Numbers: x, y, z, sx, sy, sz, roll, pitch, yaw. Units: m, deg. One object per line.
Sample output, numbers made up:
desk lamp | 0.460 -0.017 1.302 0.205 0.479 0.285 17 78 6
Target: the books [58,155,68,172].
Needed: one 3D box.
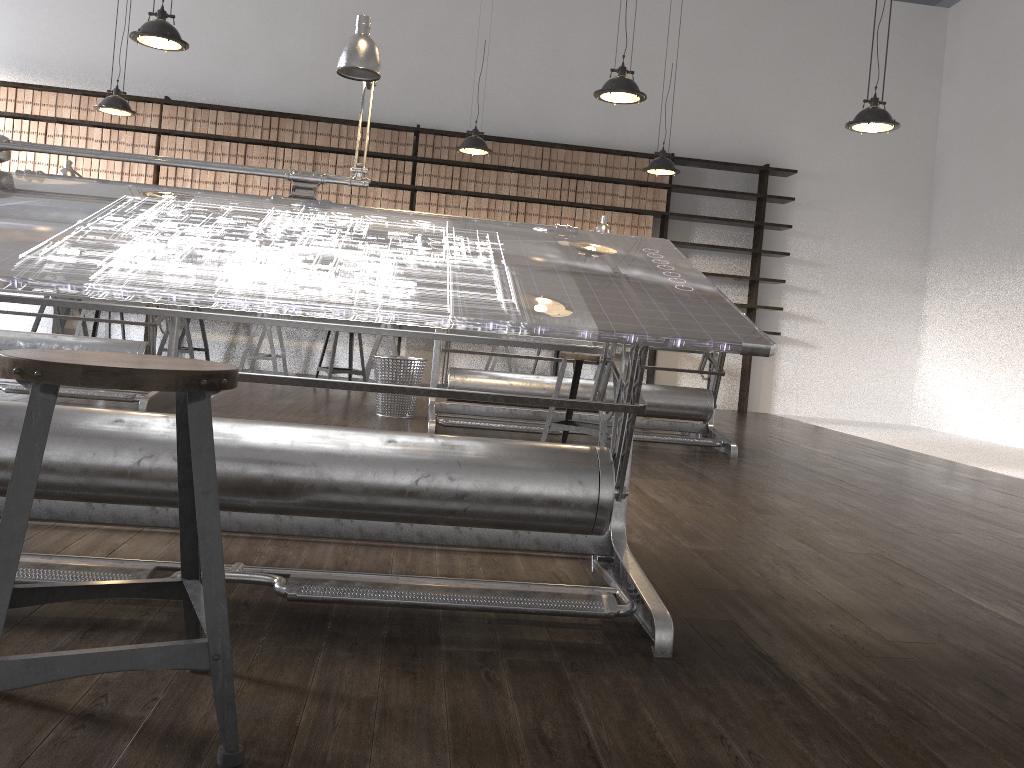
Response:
books | -4.090 -1.983 8.126 0.066 0.225 0.175 5 2 -6

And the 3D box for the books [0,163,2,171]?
books | -4.647 -2.023 8.074 0.066 0.225 0.175 5 2 -6

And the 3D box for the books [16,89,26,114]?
books | -4.451 -2.560 8.085 0.066 0.225 0.175 5 2 -6

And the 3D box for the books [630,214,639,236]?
books | 1.184 -1.546 8.694 0.066 0.225 0.175 5 2 -6

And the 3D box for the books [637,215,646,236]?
books | 1.254 -1.540 8.701 0.066 0.225 0.175 5 2 -6

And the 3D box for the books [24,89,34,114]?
books | -4.380 -2.554 8.088 0.066 0.225 0.175 5 2 -6

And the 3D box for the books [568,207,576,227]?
books | 0.566 -1.597 8.622 0.067 0.225 0.175 5 2 -6

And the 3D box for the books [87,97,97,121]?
books | -3.834 -2.509 8.151 0.066 0.225 0.175 5 2 -6

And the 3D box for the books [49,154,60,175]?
books | -4.169 -1.983 8.119 0.067 0.225 0.175 5 2 -6

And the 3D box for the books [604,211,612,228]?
books | 0.917 -1.568 8.661 0.067 0.225 0.175 5 2 -6

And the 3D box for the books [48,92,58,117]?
books | -4.172 -2.537 8.108 0.067 0.225 0.175 5 2 -6

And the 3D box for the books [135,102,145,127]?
books | -3.416 -2.475 8.196 0.066 0.225 0.175 5 2 -6

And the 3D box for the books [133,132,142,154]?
books | -3.441 -2.199 8.196 0.066 0.225 0.175 5 2 -6

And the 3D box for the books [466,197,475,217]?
books | -0.400 -1.677 8.522 0.066 0.225 0.175 5 2 -6

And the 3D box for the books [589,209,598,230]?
books | 0.778 -1.580 8.652 0.066 0.225 0.175 5 2 -6

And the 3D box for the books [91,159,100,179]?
books | -3.811 -1.960 8.157 0.067 0.225 0.175 5 2 -6

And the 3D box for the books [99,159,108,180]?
books | -3.739 -1.955 8.167 0.066 0.225 0.175 5 2 -6

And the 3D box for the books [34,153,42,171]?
books | -4.303 -1.994 8.109 0.066 0.225 0.175 5 2 -6

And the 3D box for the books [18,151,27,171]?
books | -4.436 -2.005 8.096 0.066 0.225 0.175 5 2 -6

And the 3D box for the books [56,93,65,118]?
books | -4.107 -2.532 8.120 0.066 0.225 0.175 5 2 -6

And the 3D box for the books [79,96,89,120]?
books | -3.903 -2.515 8.142 0.066 0.225 0.175 5 2 -6

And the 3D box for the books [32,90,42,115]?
books | -4.310 -2.549 8.100 0.066 0.225 0.175 5 2 -6

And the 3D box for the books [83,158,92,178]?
books | -3.881 -1.966 8.154 0.066 0.225 0.175 5 2 -6

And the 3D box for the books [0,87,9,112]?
books | -4.598 -2.573 8.069 0.066 0.225 0.175 5 2 -6

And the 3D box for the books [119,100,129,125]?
books | -3.559 -2.486 8.178 0.066 0.225 0.175 5 2 -6

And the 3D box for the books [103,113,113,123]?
books | -3.692 -2.497 8.159 0.066 0.225 0.175 5 2 -6

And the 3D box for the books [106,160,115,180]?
books | -3.677 -1.950 8.175 0.066 0.225 0.175 5 2 -6

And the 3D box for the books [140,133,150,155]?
books | -3.378 -2.193 8.201 0.066 0.225 0.175 5 2 -6

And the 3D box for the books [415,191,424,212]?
books | -0.886 -1.717 8.472 0.066 0.225 0.175 5 2 -6

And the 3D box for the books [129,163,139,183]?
books | -3.474 -1.933 8.198 0.066 0.225 0.175 5 2 -6

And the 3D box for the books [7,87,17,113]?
books | -4.524 -2.566 8.072 0.067 0.225 0.175 5 2 -6

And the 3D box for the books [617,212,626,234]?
books | 1.051 -1.557 8.678 0.066 0.225 0.175 5 2 -6

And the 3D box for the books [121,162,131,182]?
books | -3.544 -1.939 8.191 0.066 0.225 0.175 5 2 -6

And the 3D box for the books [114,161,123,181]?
books | -3.611 -1.944 8.178 0.067 0.225 0.175 5 2 -6

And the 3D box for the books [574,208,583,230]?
books | 0.638 -1.591 8.629 0.066 0.225 0.175 5 2 -6

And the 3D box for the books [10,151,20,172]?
books | -4.507 -2.011 8.088 0.066 0.225 0.175 5 2 -6

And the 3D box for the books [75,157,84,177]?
books | -3.950 -1.972 8.148 0.066 0.225 0.175 5 2 -6

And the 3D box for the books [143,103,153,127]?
books | -3.346 -2.469 8.199 0.066 0.225 0.175 5 2 -6

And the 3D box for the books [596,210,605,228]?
books | 0.847 -1.574 8.657 0.066 0.225 0.175 5 2 -6

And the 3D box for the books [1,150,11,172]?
books | -4.576 -2.017 8.077 0.066 0.225 0.175 5 2 -6

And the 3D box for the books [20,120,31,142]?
books | -4.415 -2.279 8.091 0.066 0.225 0.175 5 2 -6

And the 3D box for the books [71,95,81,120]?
books | -3.972 -2.521 8.131 0.067 0.225 0.175 5 2 -6

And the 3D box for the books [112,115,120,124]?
books | -3.621 -2.491 8.167 0.067 0.225 0.175 5 2 -6

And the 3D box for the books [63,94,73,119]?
books | -4.044 -2.526 8.125 0.066 0.225 0.175 5 2 -6

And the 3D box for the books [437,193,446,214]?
books | -0.679 -1.700 8.493 0.066 0.225 0.175 5 2 -6

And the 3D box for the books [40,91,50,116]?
books | -4.240 -2.543 8.107 0.066 0.225 0.175 5 2 -6

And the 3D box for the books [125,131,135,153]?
books | -3.506 -2.204 8.184 0.067 0.225 0.175 5 2 -6

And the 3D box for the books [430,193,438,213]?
books | -0.751 -1.706 8.482 0.066 0.225 0.175 5 2 -6

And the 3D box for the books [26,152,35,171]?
books | -4.369 -1.999 8.097 0.067 0.225 0.175 5 2 -6

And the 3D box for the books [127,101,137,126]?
books | -3.485 -2.480 8.187 0.066 0.225 0.175 5 2 -6

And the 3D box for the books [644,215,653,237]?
books | 1.325 -1.534 8.705 0.066 0.225 0.175 5 2 -6

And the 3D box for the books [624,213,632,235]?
books | 1.118 -1.551 8.681 0.067 0.225 0.175 5 2 -6

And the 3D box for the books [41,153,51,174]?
books | -4.241 -1.989 8.114 0.066 0.225 0.175 5 2 -6

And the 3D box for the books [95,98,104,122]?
books | -3.765 -2.503 8.155 0.066 0.225 0.175 5 2 -6

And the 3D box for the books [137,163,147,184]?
books | -3.404 -1.927 8.201 0.066 0.225 0.175 5 2 -6

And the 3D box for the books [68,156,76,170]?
books | -4.019 -1.978 8.137 0.066 0.225 0.175 5 2 -6
